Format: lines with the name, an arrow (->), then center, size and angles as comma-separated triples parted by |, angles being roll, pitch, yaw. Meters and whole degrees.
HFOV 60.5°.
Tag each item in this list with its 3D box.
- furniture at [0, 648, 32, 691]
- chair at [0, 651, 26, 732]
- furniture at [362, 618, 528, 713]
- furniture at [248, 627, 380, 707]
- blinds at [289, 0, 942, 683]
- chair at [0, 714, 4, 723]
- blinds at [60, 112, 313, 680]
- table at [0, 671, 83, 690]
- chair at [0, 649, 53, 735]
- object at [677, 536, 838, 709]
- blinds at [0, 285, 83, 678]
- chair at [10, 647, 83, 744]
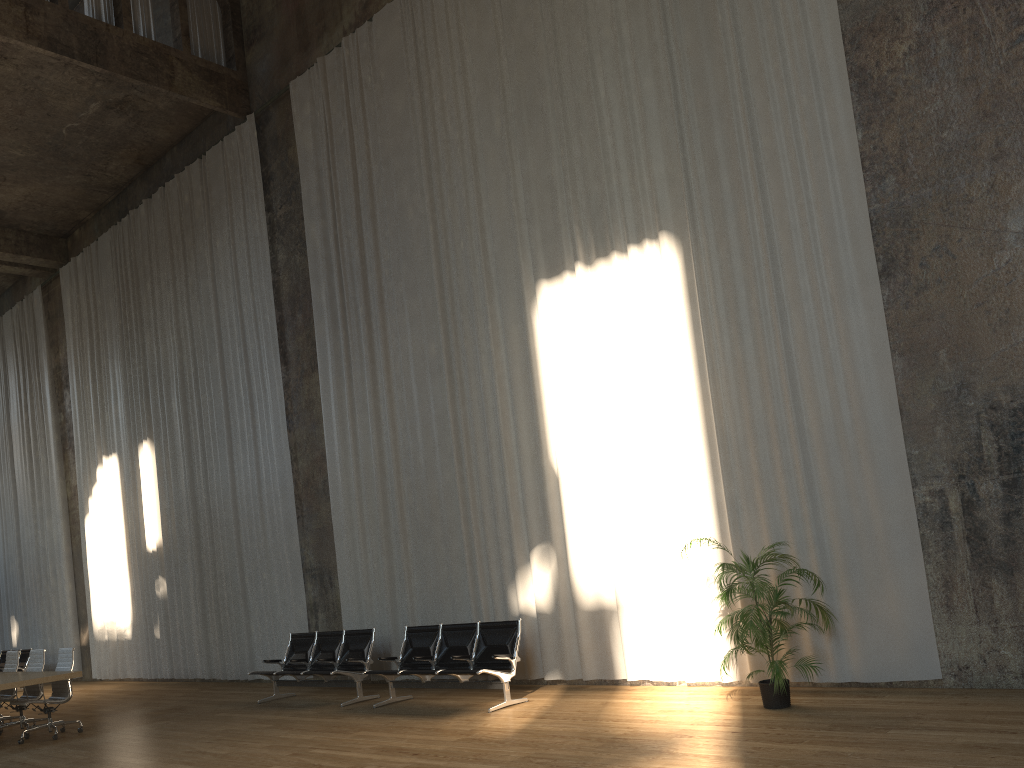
furniture -> -10.733, 6.031, 18.427 | 1.898, 0.832, 0.708 | -16, -11, 41
chair -> -6.905, 4.110, 11.711 | 0.698, 1.012, 0.675 | -1, -9, -42
furniture -> -0.755, 2.992, 9.336 | 1.898, 0.832, 0.708 | -16, -11, 41
furniture -> -2.499, 3.526, 10.938 | 1.898, 0.832, 0.708 | -16, -11, 41
blinds -> 0.053, -0.990, 9.892 | 7.941, 8.540, 0.274 | -14, -8, 43
chair -> -7.563, 4.311, 12.312 | 0.697, 1.012, 0.676 | -1, -8, -39
blinds -> -6.260, 0.942, 15.691 | 7.941, 8.540, 0.274 | -14, -8, 43
table -> -8.229, 4.462, 12.031 | 7.821, 0.749, 1.604 | -17, -14, 41
chair -> -6.233, 3.905, 11.097 | 0.698, 1.012, 0.675 | 0, -9, -44
object -> 2.027, 1.933, 7.255 | 1.142, 1.438, 1.095 | -11, -8, 33
blinds -> -12.592, 2.880, 21.508 | 7.936, 8.541, 0.274 | -13, -7, 41
chair -> -7.498, 3.506, 8.403 | 31.940, 1.018, 12.977 | -17, -15, 41
